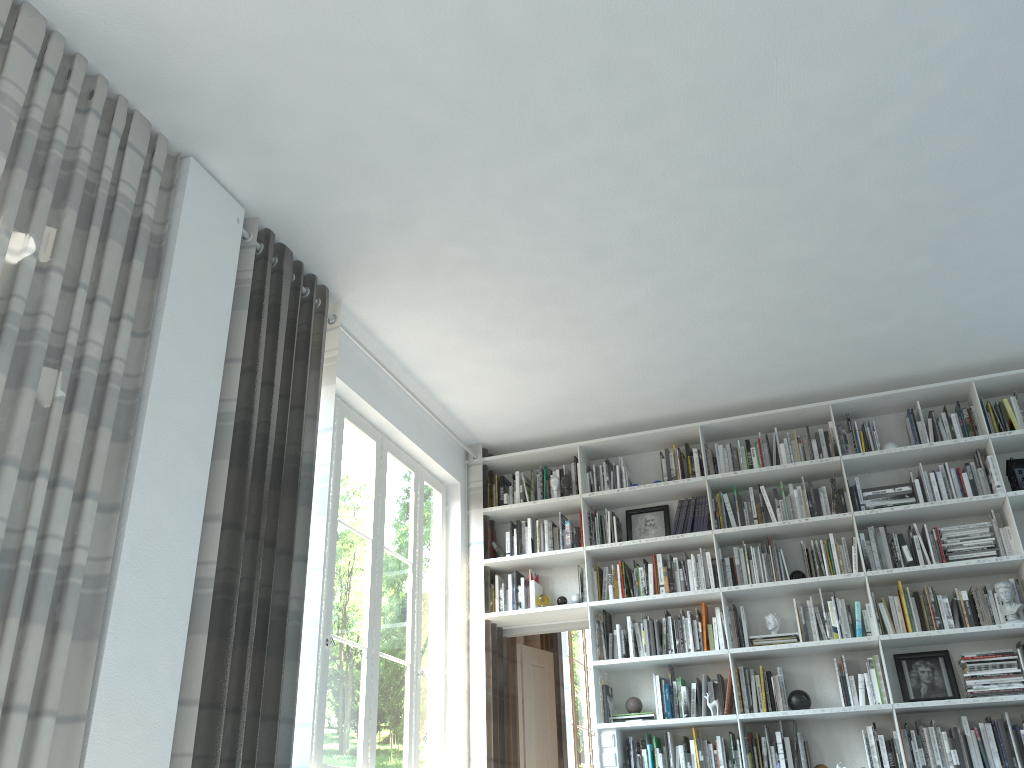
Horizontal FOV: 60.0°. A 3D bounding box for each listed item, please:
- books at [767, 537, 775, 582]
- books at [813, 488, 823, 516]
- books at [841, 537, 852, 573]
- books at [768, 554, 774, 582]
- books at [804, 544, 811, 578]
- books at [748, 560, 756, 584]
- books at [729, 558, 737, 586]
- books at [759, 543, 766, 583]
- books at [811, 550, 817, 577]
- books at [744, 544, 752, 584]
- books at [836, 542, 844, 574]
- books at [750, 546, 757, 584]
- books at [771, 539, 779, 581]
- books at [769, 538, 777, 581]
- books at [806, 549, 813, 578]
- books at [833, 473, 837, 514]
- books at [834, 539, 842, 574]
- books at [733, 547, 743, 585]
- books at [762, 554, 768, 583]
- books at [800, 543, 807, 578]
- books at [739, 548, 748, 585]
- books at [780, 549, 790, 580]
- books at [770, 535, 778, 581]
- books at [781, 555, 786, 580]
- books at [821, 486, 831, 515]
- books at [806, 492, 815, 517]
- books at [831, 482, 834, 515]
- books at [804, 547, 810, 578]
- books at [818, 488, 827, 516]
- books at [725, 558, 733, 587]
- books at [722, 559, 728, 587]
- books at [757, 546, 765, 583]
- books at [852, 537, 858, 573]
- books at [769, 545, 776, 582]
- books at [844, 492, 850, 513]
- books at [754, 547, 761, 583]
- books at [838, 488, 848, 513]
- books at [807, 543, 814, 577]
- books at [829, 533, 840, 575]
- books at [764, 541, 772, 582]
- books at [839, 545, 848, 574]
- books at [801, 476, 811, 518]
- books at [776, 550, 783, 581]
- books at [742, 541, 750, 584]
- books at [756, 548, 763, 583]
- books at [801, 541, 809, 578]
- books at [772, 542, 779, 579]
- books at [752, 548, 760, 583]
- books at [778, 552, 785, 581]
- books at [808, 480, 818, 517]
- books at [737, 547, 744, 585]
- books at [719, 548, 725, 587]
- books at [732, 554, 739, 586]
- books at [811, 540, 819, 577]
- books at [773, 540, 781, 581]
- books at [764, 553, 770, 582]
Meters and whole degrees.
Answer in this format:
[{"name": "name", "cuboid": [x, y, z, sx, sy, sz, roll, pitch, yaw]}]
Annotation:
[{"name": "books", "cuboid": [1.642, 1.141, 5.596, 0.004, 0.319, 0.153, -10, -28, 17]}, {"name": "books", "cuboid": [1.951, 0.796, 5.629, 0.030, 0.216, 0.183, -10, -28, 17]}, {"name": "books", "cuboid": [2.060, 1.086, 5.445, 0.022, 0.256, 0.155, -10, -28, 17]}, {"name": "books", "cuboid": [1.640, 1.193, 5.585, 0.012, 0.216, 0.134, -10, -28, 17]}, {"name": "books", "cuboid": [1.840, 1.131, 5.503, 0.005, 0.239, 0.174, -10, -28, 17]}, {"name": "books", "cuboid": [1.529, 1.221, 5.599, 0.029, 0.186, 0.150, -10, -28, 17]}, {"name": "books", "cuboid": [1.421, 1.234, 5.653, 0.024, 0.218, 0.140, -10, -28, 17]}, {"name": "books", "cuboid": [1.590, 1.164, 5.592, 0.011, 0.278, 0.170, -10, -28, 17]}, {"name": "books", "cuboid": [1.879, 1.148, 5.495, 0.011, 0.199, 0.163, -10, -28, 17]}, {"name": "books", "cuboid": [1.503, 1.174, 5.612, 0.010, 0.282, 0.184, -10, -28, 17]}, {"name": "books", "cuboid": [2.025, 1.109, 5.458, 0.011, 0.228, 0.166, -10, -28, 17]}, {"name": "books", "cuboid": [1.536, 1.174, 5.590, 0.009, 0.262, 0.190, -10, -28, 17]}, {"name": "books", "cuboid": [1.666, 1.144, 5.586, 0.005, 0.304, 0.163, -10, -28, 17]}, {"name": "books", "cuboid": [1.657, 1.143, 5.595, 0.005, 0.314, 0.157, -10, -28, 17]}, {"name": "books", "cuboid": [1.855, 1.148, 5.510, 0.013, 0.215, 0.150, -10, -28, 17]}, {"name": "books", "cuboid": [2.048, 0.740, 5.618, 0.058, 0.301, 0.175, -10, -28, 17]}, {"name": "books", "cuboid": [2.013, 1.097, 5.464, 0.010, 0.256, 0.140, -10, -28, 17]}, {"name": "books", "cuboid": [1.447, 1.192, 5.639, 0.026, 0.278, 0.151, -10, -28, 17]}, {"name": "books", "cuboid": [1.598, 1.190, 5.567, 0.011, 0.208, 0.182, -10, -28, 17]}, {"name": "books", "cuboid": [1.827, 1.137, 5.529, 0.005, 0.253, 0.161, -10, -28, 17]}, {"name": "books", "cuboid": [1.481, 1.192, 5.622, 0.024, 0.261, 0.178, -10, -28, 17]}, {"name": "books", "cuboid": [1.719, 1.165, 5.551, 0.031, 0.231, 0.148, -10, -28, 17]}, {"name": "books", "cuboid": [1.661, 1.134, 5.595, 0.005, 0.329, 0.162, -10, -28, 17]}, {"name": "books", "cuboid": [1.706, 1.181, 5.557, 0.004, 0.208, 0.132, -10, -28, 17]}, {"name": "books", "cuboid": [2.004, 0.787, 5.636, 0.025, 0.236, 0.153, -10, -28, 17]}, {"name": "books", "cuboid": [1.912, 0.814, 5.658, 0.024, 0.212, 0.150, -10, -28, 17]}, {"name": "books", "cuboid": [2.034, 0.760, 5.614, 0.055, 0.262, 0.167, -10, -28, 17]}, {"name": "books", "cuboid": [1.844, 1.143, 5.525, 0.005, 0.238, 0.146, -10, -28, 17]}, {"name": "books", "cuboid": [1.977, 0.791, 5.626, 0.022, 0.221, 0.161, -10, -28, 17]}, {"name": "books", "cuboid": [1.396, 1.237, 5.663, 0.029, 0.223, 0.137, -10, -28, 17]}, {"name": "books", "cuboid": [1.367, 1.238, 5.644, 0.015, 0.206, 0.187, -10, -28, 17]}, {"name": "books", "cuboid": [1.579, 1.171, 5.586, 0.009, 0.259, 0.181, -10, -28, 17]}, {"name": "books", "cuboid": [2.093, 1.078, 5.409, 0.064, 0.235, 0.209, -10, -28, 17]}, {"name": "books", "cuboid": [1.647, 1.163, 5.574, 0.010, 0.260, 0.159, -10, -28, 17]}, {"name": "books", "cuboid": [2.122, 0.789, 5.601, 0.019, 0.193, 0.098, -10, -28, 17]}, {"name": "books", "cuboid": [1.565, 1.181, 5.606, 0.010, 0.260, 0.170, -10, -28, 17]}, {"name": "books", "cuboid": [2.098, 0.783, 5.606, 0.028, 0.210, 0.135, -10, -28, 17]}, {"name": "books", "cuboid": [1.854, 1.126, 5.490, 0.005, 0.235, 0.179, -10, -28, 17]}, {"name": "books", "cuboid": [1.995, 1.085, 5.469, 0.022, 0.283, 0.190, -10, -28, 17]}, {"name": "books", "cuboid": [1.620, 1.152, 5.584, 0.011, 0.290, 0.177, -10, -28, 17]}, {"name": "books", "cuboid": [2.042, 1.112, 5.450, 0.024, 0.215, 0.142, -10, -28, 17]}, {"name": "books", "cuboid": [1.887, 0.764, 5.668, 0.011, 0.312, 0.184, -10, -28, 17]}, {"name": "books", "cuboid": [1.692, 1.176, 5.576, 0.009, 0.235, 0.135, -10, -28, 17]}, {"name": "books", "cuboid": [1.501, 1.170, 5.641, 0.011, 0.315, 0.155, -10, -28, 17]}, {"name": "books", "cuboid": [1.575, 1.182, 5.601, 0.011, 0.254, 0.153, -10, -28, 17]}, {"name": "books", "cuboid": [1.837, 1.129, 5.538, 0.012, 0.274, 0.129, -10, -28, 17]}, {"name": "books", "cuboid": [1.669, 1.151, 5.578, 0.004, 0.283, 0.167, -10, -28, 17]}, {"name": "books", "cuboid": [1.547, 1.178, 5.586, 0.012, 0.250, 0.184, -10, -28, 17]}, {"name": "books", "cuboid": [1.699, 1.180, 5.563, 0.012, 0.217, 0.151, -10, -28, 17]}, {"name": "books", "cuboid": [1.933, 0.777, 5.670, 0.022, 0.289, 0.147, -10, -28, 17]}, {"name": "books", "cuboid": [1.464, 1.189, 5.630, 0.012, 0.275, 0.157, -10, -28, 17]}, {"name": "books", "cuboid": [1.359, 1.213, 5.680, 0.012, 0.283, 0.160, -10, -28, 17]}, {"name": "books", "cuboid": [1.433, 1.216, 5.641, 0.012, 0.239, 0.134, -10, -28, 17]}, {"name": "books", "cuboid": [1.891, 1.121, 5.515, 0.009, 0.265, 0.150, -10, -28, 17]}, {"name": "books", "cuboid": [1.670, 1.141, 5.561, 0.011, 0.285, 0.189, -10, -28, 17]}, {"name": "books", "cuboid": [1.617, 1.191, 5.589, 0.011, 0.225, 0.130, -10, -28, 17]}]
